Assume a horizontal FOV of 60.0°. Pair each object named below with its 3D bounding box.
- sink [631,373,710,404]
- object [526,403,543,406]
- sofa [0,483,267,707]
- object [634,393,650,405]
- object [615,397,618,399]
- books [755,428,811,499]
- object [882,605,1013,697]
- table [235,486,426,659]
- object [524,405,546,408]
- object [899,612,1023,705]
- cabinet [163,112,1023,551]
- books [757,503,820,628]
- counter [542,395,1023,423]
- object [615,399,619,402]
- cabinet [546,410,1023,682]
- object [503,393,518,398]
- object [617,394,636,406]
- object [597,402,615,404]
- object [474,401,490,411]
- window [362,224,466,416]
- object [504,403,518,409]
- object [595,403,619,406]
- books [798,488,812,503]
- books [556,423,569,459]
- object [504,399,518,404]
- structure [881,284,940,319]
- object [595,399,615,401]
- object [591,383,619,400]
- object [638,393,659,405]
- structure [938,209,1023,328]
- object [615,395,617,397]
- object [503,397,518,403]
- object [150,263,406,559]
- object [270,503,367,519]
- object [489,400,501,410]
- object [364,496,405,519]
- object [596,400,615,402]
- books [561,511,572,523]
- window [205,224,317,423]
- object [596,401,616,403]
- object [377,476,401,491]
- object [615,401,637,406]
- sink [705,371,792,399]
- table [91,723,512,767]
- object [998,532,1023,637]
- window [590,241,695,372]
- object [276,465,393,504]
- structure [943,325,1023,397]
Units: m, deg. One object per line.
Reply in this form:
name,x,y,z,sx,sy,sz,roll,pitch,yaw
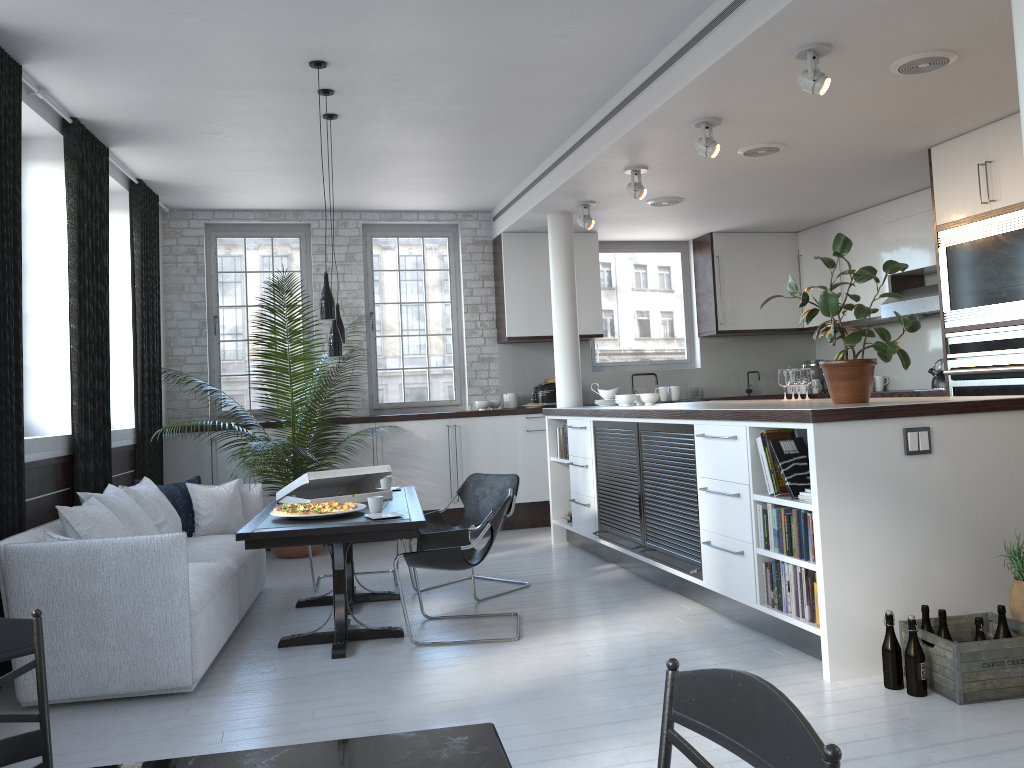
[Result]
sink,1.351,0.156,7.926,0.648,0.520,0.545,-2,-2,-15
object,0.223,0.213,8.995,0.138,0.044,0.136,-4,-1,37
sofa,-2.097,1.115,5.278,0.920,0.772,2.652,-3,-1,-8
object,1.072,0.128,7.366,0.157,0.093,0.156,-2,-2,-29
object,1.000,0.130,7.612,0.236,0.041,0.235,-2,-1,-22
books,1.378,0.389,4.394,0.186,0.329,0.323,-2,-2,-15
object,1.863,1.126,3.759,0.555,0.325,0.288,-3,-2,12
table,-1.038,1.101,5.463,0.959,0.704,1.914,-3,-1,-8
object,0.230,0.228,8.992,0.262,0.028,0.261,-2,-1,-27
object,1.983,1.158,3.787,0.455,0.248,0.389,-3,-2,-9
cabinet,0.940,-0.134,6.156,7.231,3.006,7.286,-2,-1,-15
books,1.549,0.702,4.307,0.492,0.799,0.539,-2,-2,-15
counter,1.498,0.167,6.144,1.447,0.061,4.193,-3,-1,-15
object,1.001,0.148,7.611,0.236,0.041,0.235,-3,-1,-16
cabinet,1.528,0.755,6.102,1.501,1.173,4.162,-2,-1,-15
object,-0.016,0.133,9.269,0.153,0.075,0.153,-4,-2,43
object,0.940,0.133,7.227,0.157,0.093,0.156,-2,-1,-14
object,0.868,0.174,7.892,0.261,0.028,0.261,-3,-1,10
object,-0.295,0.220,8.974,0.157,0.093,0.156,-2,-1,-16
window,-1.732,-0.913,13.791,8.138,6.081,9.129,-2,-2,-15
object,-0.008,0.230,9.265,0.153,0.055,0.153,-3,-1,28
object,0.868,0.181,7.892,0.262,0.028,0.261,-2,-1,-26
books,1.495,0.515,4.146,0.272,0.054,0.204,-2,-1,-19
books,0.563,0.479,7.685,0.253,0.324,0.508,-2,-2,-15
object,-0.011,0.195,9.264,0.154,0.074,0.152,-3,-1,-12
structure,3.884,-0.769,7.981,0.522,0.250,1.040,-2,-1,-15
object,0.867,0.151,7.894,0.262,0.028,0.261,-2,-1,-27
object,0.838,0.074,7.903,0.269,0.173,0.130,-3,-2,15
object,1.116,0.124,7.195,0.156,0.093,0.156,-3,-1,0
structure,3.716,-0.791,6.079,0.957,0.705,1.030,-2,-2,-15
object,1.000,0.112,7.613,0.235,0.041,0.235,-3,-1,26
object,-0.013,0.165,9.265,0.153,0.063,0.153,-3,-1,15
object,-2.160,0.261,7.862,1.920,2.627,2.399,-4,-3,33
object,-1.090,0.727,5.008,0.532,0.042,0.531,-2,-1,-18
object,-0.183,0.217,9.100,0.157,0.093,0.156,-2,-2,-34
object,-0.716,0.676,4.855,0.176,0.097,0.301,-2,-1,-25
object,0.867,0.159,7.893,0.261,0.028,0.261,-3,-1,14
books,0.620,1.029,7.681,0.293,0.324,0.471,-2,-2,-17
window,-2.521,-0.625,8.912,1.034,1.995,0.132,-2,-3,-15
object,0.868,0.166,7.893,0.261,0.028,0.261,-3,-1,10
object,-0.889,0.703,6.265,0.204,0.098,0.175,-3,-1,-9
object,1.003,0.165,7.610,0.236,0.041,0.235,-2,-1,-19
sink,2.635,0.065,9.766,0.916,0.414,0.433,-2,-2,-15
table,-0.286,0.998,0.636,0.891,0.698,1.993,-2,-1,-10
object,2.314,0.959,3.896,0.344,0.622,0.211,-5,-4,44
window,1.426,-0.879,9.954,1.299,1.461,0.132,-2,-3,-15
object,-1.160,0.650,5.784,0.591,0.216,0.586,-2,-1,-35
structure,3.703,0.116,6.015,1.025,1.029,1.047,-2,-2,-15
